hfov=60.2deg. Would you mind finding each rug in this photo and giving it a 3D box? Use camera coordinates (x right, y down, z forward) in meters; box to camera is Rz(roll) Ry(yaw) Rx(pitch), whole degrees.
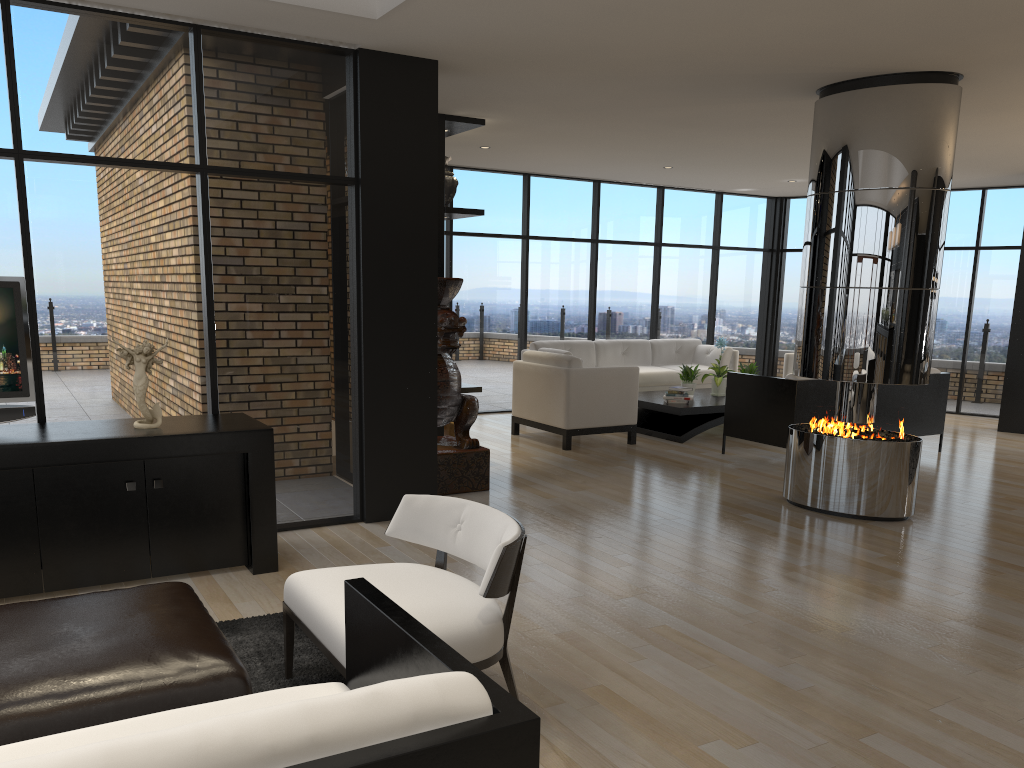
[{"bbox_3d":[-1.590,1.192,2.202,3.024,0.012,2.452,-2,7,-29],"label":"rug"}]

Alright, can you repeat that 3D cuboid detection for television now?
[{"bbox_3d":[-2.627,-0.111,3.814,0.932,0.723,0.402,-1,10,-12],"label":"television"}]

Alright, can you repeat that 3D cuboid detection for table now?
[{"bbox_3d":[2.170,0.304,9.531,2.026,0.357,1.249,-3,7,-30],"label":"table"}]

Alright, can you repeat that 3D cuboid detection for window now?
[{"bbox_3d":[0.772,-1.452,4.530,15.792,4.863,10.038,-5,9,-43],"label":"window"}]

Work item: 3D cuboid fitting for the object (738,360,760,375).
[{"bbox_3d":[2.598,-0.072,9.717,0.282,0.376,0.213,8,12,37],"label":"object"}]

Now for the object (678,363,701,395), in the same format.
[{"bbox_3d":[1.861,-0.042,9.309,0.283,0.376,0.212,5,11,23],"label":"object"}]

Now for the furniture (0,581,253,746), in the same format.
[{"bbox_3d":[-1.258,0.922,2.541,0.825,0.491,0.818,-3,9,-30],"label":"furniture"}]

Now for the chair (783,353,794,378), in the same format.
[{"bbox_3d":[3.859,-0.020,10.462,0.852,0.870,0.989,-4,10,-30],"label":"chair"}]

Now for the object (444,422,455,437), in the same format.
[{"bbox_3d":[-0.594,0.338,7.637,0.223,0.502,0.218,0,10,-3],"label":"object"}]

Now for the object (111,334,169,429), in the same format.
[{"bbox_3d":[-1.780,-0.014,4.273,0.256,0.467,0.104,-5,12,-29],"label":"object"}]

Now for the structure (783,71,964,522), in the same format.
[{"bbox_3d":[2.325,-0.510,5.812,0.582,2.788,0.883,-9,15,-42],"label":"structure"}]

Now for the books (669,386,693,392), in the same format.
[{"bbox_3d":[1.691,0.049,8.846,0.154,0.027,0.183,-4,8,-39],"label":"books"}]

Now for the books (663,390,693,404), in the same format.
[{"bbox_3d":[1.673,0.124,8.867,0.307,0.128,0.220,2,8,8],"label":"books"}]

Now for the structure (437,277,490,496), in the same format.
[{"bbox_3d":[-0.549,-0.046,6.433,0.515,1.620,0.721,-5,12,-30],"label":"structure"}]

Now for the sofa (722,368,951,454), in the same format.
[{"bbox_3d":[2.992,0.239,8.142,2.026,0.817,0.828,-3,9,-30],"label":"sofa"}]

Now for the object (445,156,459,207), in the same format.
[{"bbox_3d":[-0.562,-1.695,7.232,0.244,0.553,0.241,4,11,14],"label":"object"}]

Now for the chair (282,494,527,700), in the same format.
[{"bbox_3d":[-0.334,0.791,3.025,0.682,0.686,0.795,-4,10,-30],"label":"chair"}]

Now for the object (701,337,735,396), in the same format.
[{"bbox_3d":[2.247,-0.187,9.466,0.355,0.641,0.364,-1,10,-11],"label":"object"}]

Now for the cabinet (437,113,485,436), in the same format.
[{"bbox_3d":[-1.383,-0.819,8.019,1.182,2.785,2.629,-5,11,-29],"label":"cabinet"}]

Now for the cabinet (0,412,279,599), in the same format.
[{"bbox_3d":[-2.653,0.613,3.941,3.030,0.753,0.613,-3,10,-30],"label":"cabinet"}]

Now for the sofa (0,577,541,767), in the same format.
[{"bbox_3d":[-1.047,0.889,1.368,2.026,0.817,0.828,-3,9,-30],"label":"sofa"}]

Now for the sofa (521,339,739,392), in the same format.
[{"bbox_3d":[1.470,-0.093,10.717,2.687,0.869,0.844,-3,10,-30],"label":"sofa"}]

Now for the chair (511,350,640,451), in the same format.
[{"bbox_3d":[0.612,0.117,8.604,0.852,0.870,0.989,-4,10,-30],"label":"chair"}]
